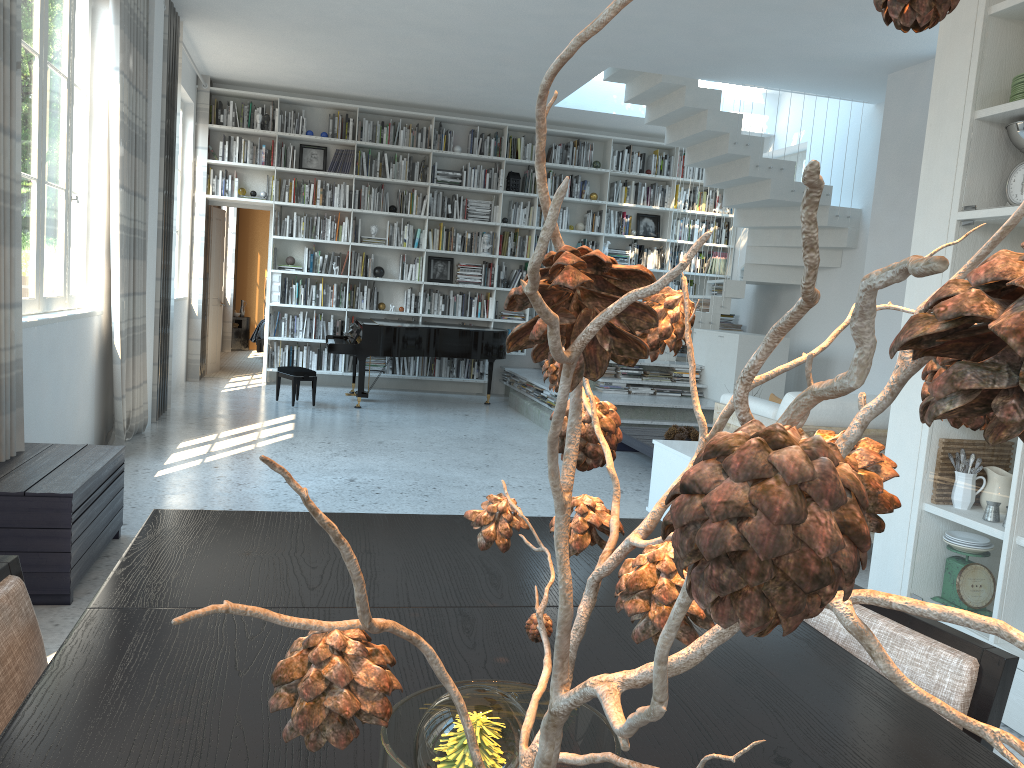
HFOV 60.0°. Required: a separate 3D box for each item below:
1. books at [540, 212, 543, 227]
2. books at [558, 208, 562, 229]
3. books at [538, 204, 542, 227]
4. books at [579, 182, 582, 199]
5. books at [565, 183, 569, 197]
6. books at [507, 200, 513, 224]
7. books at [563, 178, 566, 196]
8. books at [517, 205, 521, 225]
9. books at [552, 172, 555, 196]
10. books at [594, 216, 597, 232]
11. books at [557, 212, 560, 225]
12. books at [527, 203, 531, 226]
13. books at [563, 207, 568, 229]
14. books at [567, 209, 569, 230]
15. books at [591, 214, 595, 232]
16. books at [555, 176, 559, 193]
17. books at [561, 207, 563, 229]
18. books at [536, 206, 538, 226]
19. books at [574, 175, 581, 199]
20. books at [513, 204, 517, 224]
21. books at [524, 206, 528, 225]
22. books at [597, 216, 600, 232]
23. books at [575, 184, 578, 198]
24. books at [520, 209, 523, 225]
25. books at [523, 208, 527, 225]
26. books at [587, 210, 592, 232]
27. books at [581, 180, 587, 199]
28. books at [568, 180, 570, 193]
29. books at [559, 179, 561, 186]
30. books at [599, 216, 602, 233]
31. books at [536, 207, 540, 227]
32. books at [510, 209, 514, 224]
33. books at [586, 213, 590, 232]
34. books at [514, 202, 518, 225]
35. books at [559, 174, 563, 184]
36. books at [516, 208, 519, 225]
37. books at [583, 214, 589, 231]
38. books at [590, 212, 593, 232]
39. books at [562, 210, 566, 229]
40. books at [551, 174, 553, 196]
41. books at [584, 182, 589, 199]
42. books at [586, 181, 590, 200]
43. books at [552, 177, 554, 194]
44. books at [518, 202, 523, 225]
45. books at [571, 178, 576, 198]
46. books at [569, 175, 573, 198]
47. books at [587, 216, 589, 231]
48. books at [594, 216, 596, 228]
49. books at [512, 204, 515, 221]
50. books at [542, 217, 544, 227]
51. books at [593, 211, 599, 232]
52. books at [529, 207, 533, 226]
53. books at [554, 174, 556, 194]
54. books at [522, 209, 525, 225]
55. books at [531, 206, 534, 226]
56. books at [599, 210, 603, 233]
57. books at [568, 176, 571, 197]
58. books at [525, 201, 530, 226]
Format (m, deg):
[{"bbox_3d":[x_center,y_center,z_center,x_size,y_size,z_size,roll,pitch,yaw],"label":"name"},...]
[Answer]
[{"bbox_3d":[0.336,-1.967,10.481,0.014,0.248,0.176,3,6,-13],"label":"books"},{"bbox_3d":[0.553,-1.953,10.531,0.025,0.245,0.183,3,6,-13],"label":"books"},{"bbox_3d":[0.320,-1.985,10.492,0.014,0.279,0.153,3,7,-13],"label":"books"},{"bbox_3d":[0.792,-2.290,10.546,0.030,0.213,0.156,3,6,-13],"label":"books"},{"bbox_3d":[0.634,-2.295,10.493,0.021,0.209,0.180,3,6,-13],"label":"books"},{"bbox_3d":[-0.028,-2.007,10.411,0.018,0.285,0.159,3,7,-13],"label":"books"},{"bbox_3d":[0.610,-2.312,10.501,0.023,0.237,0.149,3,6,-13],"label":"books"},{"bbox_3d":[0.061,-1.976,10.423,0.023,0.236,0.178,3,6,-13],"label":"books"},{"bbox_3d":[0.474,-2.350,10.477,0.021,0.296,0.138,3,7,-13],"label":"books"},{"bbox_3d":[0.982,-1.909,10.643,0.013,0.202,0.173,3,6,-13],"label":"books"},{"bbox_3d":[0.527,-1.981,10.536,0.027,0.295,0.159,3,7,-13],"label":"books"},{"bbox_3d":[0.184,-1.990,10.449,0.025,0.277,0.172,3,6,-13],"label":"books"},{"bbox_3d":[0.623,-1.963,10.540,0.024,0.273,0.169,3,6,-13],"label":"books"},{"bbox_3d":[0.655,-1.954,10.572,0.034,0.254,0.160,3,6,-13],"label":"books"},{"bbox_3d":[0.956,-1.924,10.641,0.016,0.228,0.160,3,6,-13],"label":"books"},{"bbox_3d":[0.510,-2.319,10.472,0.027,0.242,0.159,3,6,-13],"label":"books"},{"bbox_3d":[0.573,-1.963,10.555,0.024,0.262,0.133,3,7,-13],"label":"books"},{"bbox_3d":[0.261,-1.972,10.460,0.028,0.252,0.189,3,6,-13],"label":"books"},{"bbox_3d":[0.769,-2.326,10.521,0.029,0.285,0.183,3,6,-13],"label":"books"},{"bbox_3d":[0.020,-1.985,10.418,0.028,0.250,0.164,3,6,-13],"label":"books"},{"bbox_3d":[0.150,-1.970,10.444,0.024,0.234,0.149,3,6,-13],"label":"books"},{"bbox_3d":[1.012,-1.908,10.638,0.013,0.205,0.173,3,6,-13],"label":"books"},{"bbox_3d":[0.735,-2.278,10.533,0.027,0.182,0.176,3,6,-13],"label":"books"},{"bbox_3d":[0.094,-1.952,10.423,0.024,0.195,0.172,3,6,-13],"label":"books"},{"bbox_3d":[0.132,-1.959,10.435,0.029,0.211,0.157,3,6,-13],"label":"books"},{"bbox_3d":[0.918,-1.945,10.617,0.015,0.268,0.164,3,6,-13],"label":"books"},{"bbox_3d":[0.836,-2.298,10.543,0.054,0.236,0.171,3,6,-13],"label":"books"},{"bbox_3d":[0.647,-2.303,10.510,0.011,0.222,0.159,3,6,-13],"label":"books"},{"bbox_3d":[0.545,-2.311,10.504,0.028,0.224,0.141,3,6,-13],"label":"books"},{"bbox_3d":[1.036,-1.908,10.648,0.012,0.206,0.169,3,6,-13],"label":"books"},{"bbox_3d":[0.296,-1.968,10.493,0.030,0.242,0.138,3,7,-13],"label":"books"},{"bbox_3d":[-0.014,-1.953,10.399,0.028,0.186,0.181,3,6,-13],"label":"books"},{"bbox_3d":[0.901,-1.929,10.627,0.012,0.232,0.154,3,6,-13],"label":"books"},{"bbox_3d":[0.035,-1.998,10.421,0.019,0.276,0.145,3,7,-13],"label":"books"},{"bbox_3d":[0.568,-2.339,10.502,0.013,0.284,0.154,3,7,-13],"label":"books"},{"bbox_3d":[0.044,-1.963,10.426,0.023,0.207,0.170,3,6,-13],"label":"books"},{"bbox_3d":[0.881,-1.925,10.629,0.015,0.220,0.139,3,6,-13],"label":"books"},{"bbox_3d":[0.930,-1.933,10.632,0.016,0.244,0.151,3,6,-13],"label":"books"},{"bbox_3d":[0.597,-1.945,10.548,0.021,0.232,0.182,3,6,-13],"label":"books"},{"bbox_3d":[0.451,-2.336,10.458,0.010,0.269,0.165,3,6,-13],"label":"books"},{"bbox_3d":[0.856,-2.288,10.558,0.048,0.217,0.182,3,6,-13],"label":"books"},{"bbox_3d":[0.888,-2.295,10.583,0.026,0.229,0.140,3,6,-13],"label":"books"},{"bbox_3d":[0.459,-2.320,10.472,0.012,0.236,0.165,3,6,-13],"label":"books"},{"bbox_3d":[0.083,-1.992,10.404,0.028,0.275,0.186,3,6,-13],"label":"books"},{"bbox_3d":[0.710,-2.306,10.519,0.030,0.238,0.185,3,6,-13],"label":"books"},{"bbox_3d":[0.687,-2.333,10.530,0.012,0.285,0.159,3,7,-13],"label":"books"},{"bbox_3d":[0.892,-1.917,10.629,0.005,0.205,0.153,3,6,-13],"label":"books"},{"bbox_3d":[0.968,-1.913,10.651,0.012,0.206,0.137,3,6,-13],"label":"books"},{"bbox_3d":[0.002,-1.983,10.420,0.024,0.243,0.159,3,6,-13],"label":"books"},{"bbox_3d":[0.348,-1.933,10.501,0.021,0.179,0.136,3,6,-13],"label":"books"},{"bbox_3d":[1.001,-1.935,10.633,0.016,0.257,0.175,3,6,-13],"label":"books"},{"bbox_3d":[0.201,-1.963,10.440,0.028,0.230,0.176,3,6,-13],"label":"books"},{"bbox_3d":[0.487,-2.340,10.489,0.012,0.277,0.133,3,7,-13],"label":"books"},{"bbox_3d":[0.111,-1.952,10.430,0.027,0.197,0.184,3,6,-13],"label":"books"},{"bbox_3d":[0.217,-1.968,10.458,0.026,0.238,0.172,3,6,-13],"label":"books"},{"bbox_3d":[1.048,-1.942,10.639,0.005,0.278,0.182,3,6,-13],"label":"books"},{"bbox_3d":[0.659,-2.323,10.511,0.012,0.265,0.156,3,7,-13],"label":"books"},{"bbox_3d":[0.168,-1.999,10.447,0.028,0.294,0.154,3,7,-13],"label":"books"}]
